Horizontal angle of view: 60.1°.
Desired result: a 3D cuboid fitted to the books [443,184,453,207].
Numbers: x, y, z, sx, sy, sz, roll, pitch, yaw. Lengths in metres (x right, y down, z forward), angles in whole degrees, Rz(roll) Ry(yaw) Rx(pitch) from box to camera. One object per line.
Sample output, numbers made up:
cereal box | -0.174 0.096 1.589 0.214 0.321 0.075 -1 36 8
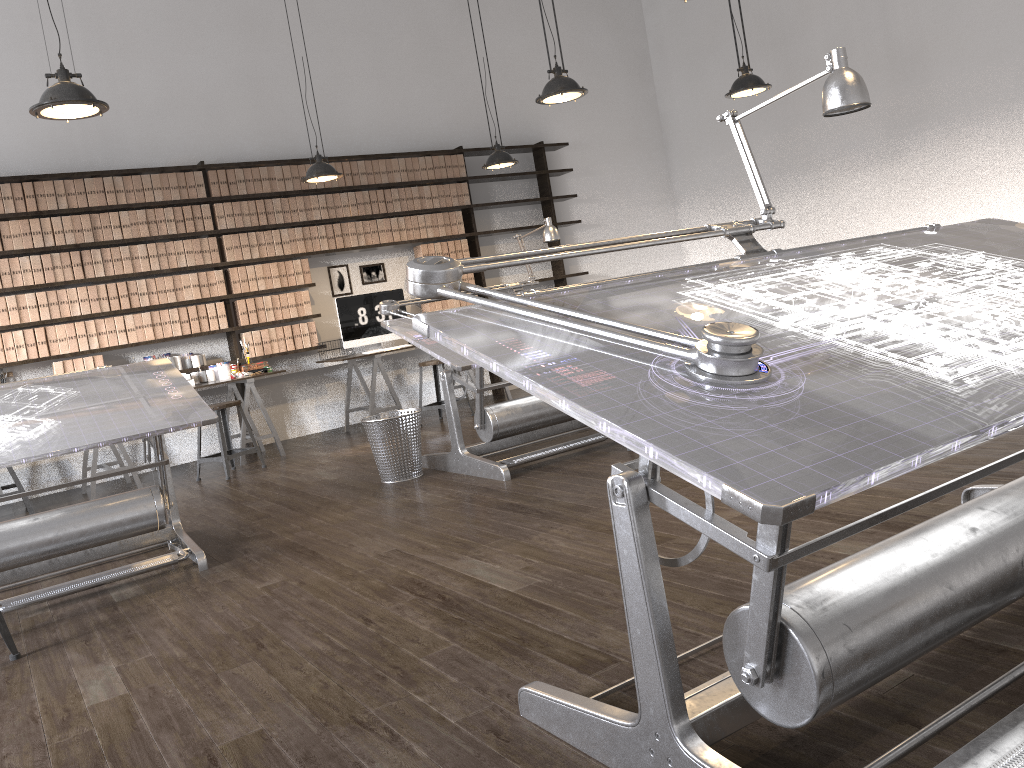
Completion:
books | -0.661 -1.811 8.603 0.067 0.225 0.174 -11 4 -31

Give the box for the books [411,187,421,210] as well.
books | -0.944 -1.746 8.419 0.067 0.225 0.174 -11 4 -31

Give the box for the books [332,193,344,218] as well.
books | -1.603 -1.596 8.015 0.067 0.225 0.174 -11 4 -31

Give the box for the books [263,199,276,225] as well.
books | -2.123 -1.477 7.689 0.067 0.225 0.174 -11 4 -31

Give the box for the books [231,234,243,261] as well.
books | -2.357 -1.149 7.519 0.067 0.225 0.174 -11 4 -31

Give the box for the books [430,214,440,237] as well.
books | -0.777 -1.510 8.512 0.067 0.225 0.174 -11 4 -31

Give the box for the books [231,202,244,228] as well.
books | -2.352 -1.424 7.538 0.067 0.225 0.174 -11 4 -31

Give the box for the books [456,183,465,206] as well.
books | -0.546 -1.838 8.673 0.067 0.225 0.174 -11 4 -31

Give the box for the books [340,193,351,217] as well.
books | -1.542 -1.610 8.048 0.067 0.225 0.174 -11 4 -31

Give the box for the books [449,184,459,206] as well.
books | -0.599 -1.825 8.634 0.067 0.225 0.174 -11 4 -31

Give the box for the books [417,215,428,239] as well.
books | -0.888 -1.484 8.438 0.067 0.225 0.174 -11 4 -31

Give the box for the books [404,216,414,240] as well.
books | -1.008 -1.458 8.370 0.067 0.225 0.174 -11 4 -31

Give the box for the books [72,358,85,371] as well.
books | -3.349 -0.084 6.855 0.067 0.225 0.174 -11 4 -31

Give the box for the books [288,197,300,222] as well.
books | -1.945 -1.518 7.800 0.067 0.225 0.174 -11 4 -31

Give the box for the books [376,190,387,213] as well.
books | -1.242 -1.678 8.234 0.067 0.225 0.174 -11 4 -31

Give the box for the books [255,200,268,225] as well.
books | -2.183 -1.463 7.645 0.067 0.225 0.174 -11 4 -31

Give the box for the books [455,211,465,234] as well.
books | -0.545 -1.563 8.654 0.067 0.225 0.174 -11 4 -31

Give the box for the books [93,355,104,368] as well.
books | -3.231 -0.111 6.930 0.067 0.225 0.174 -11 4 -31

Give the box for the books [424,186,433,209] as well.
books | -0.837 -1.771 8.489 0.067 0.225 0.174 -11 4 -31

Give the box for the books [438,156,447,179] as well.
books | -0.712 -2.083 8.585 0.067 0.225 0.174 -11 4 -31

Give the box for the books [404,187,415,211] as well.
books | -1.003 -1.733 8.388 0.067 0.225 0.174 -11 4 -31

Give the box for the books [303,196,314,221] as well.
books | -1.832 -1.544 7.869 0.067 0.225 0.174 -11 4 -31

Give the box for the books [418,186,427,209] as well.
books | -0.891 -1.759 8.458 0.067 0.225 0.174 -11 4 -31

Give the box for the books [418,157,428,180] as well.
books | -0.886 -2.043 8.476 0.067 0.225 0.174 -11 4 -31

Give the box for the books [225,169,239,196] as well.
books | -2.399 -1.697 7.534 0.067 0.225 0.174 -11 4 -31

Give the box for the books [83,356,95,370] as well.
books | -3.288 -0.098 6.889 0.067 0.225 0.174 -11 4 -31

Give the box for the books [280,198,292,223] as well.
books | -2.004 -1.504 7.763 0.067 0.225 0.174 -11 4 -31

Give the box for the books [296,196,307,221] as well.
books | -1.885 -1.531 7.830 0.067 0.225 0.174 -11 4 -31

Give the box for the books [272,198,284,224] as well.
books | -2.061 -1.491 7.723 0.067 0.225 0.174 -11 4 -31

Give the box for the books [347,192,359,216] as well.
books | -1.480 -1.624 8.083 0.067 0.225 0.174 -11 4 -31

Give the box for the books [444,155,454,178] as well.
books | -0.650 -2.097 8.625 0.067 0.225 0.174 -11 4 -31

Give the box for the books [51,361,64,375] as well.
books | -3.462 -0.058 6.778 0.067 0.225 0.174 -11 4 -31

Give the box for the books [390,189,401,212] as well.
books | -1.120 -1.706 8.311 0.067 0.225 0.174 -11 4 -31

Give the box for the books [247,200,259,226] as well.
books | -2.248 -1.449 7.611 0.067 0.225 0.174 -11 4 -31

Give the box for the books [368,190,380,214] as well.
books | -1.307 -1.664 8.200 0.067 0.225 0.174 -11 4 -31

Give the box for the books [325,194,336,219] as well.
books | -1.660 -1.583 7.977 0.067 0.225 0.174 -11 4 -31

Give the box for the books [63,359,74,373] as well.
books | -3.409 -0.071 6.818 0.067 0.225 0.174 -11 4 -31

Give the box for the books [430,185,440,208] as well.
books | -0.776 -1.785 8.525 0.067 0.225 0.174 -11 4 -31

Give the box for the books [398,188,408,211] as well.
books | -1.063 -1.720 8.351 0.067 0.225 0.174 -11 4 -31

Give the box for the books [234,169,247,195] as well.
books | -2.337 -1.711 7.567 0.067 0.225 0.174 -11 4 -31

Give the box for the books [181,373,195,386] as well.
books | -2.645 -0.027 6.904 0.296 0.147 0.385 -12 6 -31

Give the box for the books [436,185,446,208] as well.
books | -0.719 -1.798 8.565 0.067 0.225 0.174 -11 4 -31

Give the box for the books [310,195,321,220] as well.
books | -1.778 -1.556 7.901 0.067 0.225 0.174 -11 4 -31

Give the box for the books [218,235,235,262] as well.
books | -2.412 -1.137 7.489 0.067 0.225 0.174 -11 4 -31

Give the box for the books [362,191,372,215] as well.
books | -1.369 -1.649 8.158 0.067 0.225 0.174 -11 4 -31

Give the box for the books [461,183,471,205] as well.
books | -0.493 -1.850 8.704 0.067 0.225 0.174 -11 4 -31

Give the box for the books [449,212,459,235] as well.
books | -0.606 -1.550 8.620 0.067 0.225 0.174 -11 4 -31

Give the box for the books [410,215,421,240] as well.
books | -0.949 -1.471 8.405 0.067 0.225 0.174 -11 4 -31

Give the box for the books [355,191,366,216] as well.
books | -1.419 -1.637 8.121 0.067 0.225 0.174 -11 4 -31

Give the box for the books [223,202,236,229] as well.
books | -2.413 -1.410 7.501 0.067 0.225 0.174 -11 4 -31

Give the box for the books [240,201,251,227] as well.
books | -2.301 -1.436 7.575 0.067 0.225 0.174 -11 4 -31

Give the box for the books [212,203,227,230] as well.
books | -2.475 -1.396 7.466 0.067 0.225 0.174 -11 4 -31

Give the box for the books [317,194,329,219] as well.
books | -1.717 -1.570 7.937 0.067 0.225 0.174 -11 4 -31

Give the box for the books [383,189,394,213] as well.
books | -1.182 -1.692 8.278 0.067 0.225 0.174 -11 4 -31
